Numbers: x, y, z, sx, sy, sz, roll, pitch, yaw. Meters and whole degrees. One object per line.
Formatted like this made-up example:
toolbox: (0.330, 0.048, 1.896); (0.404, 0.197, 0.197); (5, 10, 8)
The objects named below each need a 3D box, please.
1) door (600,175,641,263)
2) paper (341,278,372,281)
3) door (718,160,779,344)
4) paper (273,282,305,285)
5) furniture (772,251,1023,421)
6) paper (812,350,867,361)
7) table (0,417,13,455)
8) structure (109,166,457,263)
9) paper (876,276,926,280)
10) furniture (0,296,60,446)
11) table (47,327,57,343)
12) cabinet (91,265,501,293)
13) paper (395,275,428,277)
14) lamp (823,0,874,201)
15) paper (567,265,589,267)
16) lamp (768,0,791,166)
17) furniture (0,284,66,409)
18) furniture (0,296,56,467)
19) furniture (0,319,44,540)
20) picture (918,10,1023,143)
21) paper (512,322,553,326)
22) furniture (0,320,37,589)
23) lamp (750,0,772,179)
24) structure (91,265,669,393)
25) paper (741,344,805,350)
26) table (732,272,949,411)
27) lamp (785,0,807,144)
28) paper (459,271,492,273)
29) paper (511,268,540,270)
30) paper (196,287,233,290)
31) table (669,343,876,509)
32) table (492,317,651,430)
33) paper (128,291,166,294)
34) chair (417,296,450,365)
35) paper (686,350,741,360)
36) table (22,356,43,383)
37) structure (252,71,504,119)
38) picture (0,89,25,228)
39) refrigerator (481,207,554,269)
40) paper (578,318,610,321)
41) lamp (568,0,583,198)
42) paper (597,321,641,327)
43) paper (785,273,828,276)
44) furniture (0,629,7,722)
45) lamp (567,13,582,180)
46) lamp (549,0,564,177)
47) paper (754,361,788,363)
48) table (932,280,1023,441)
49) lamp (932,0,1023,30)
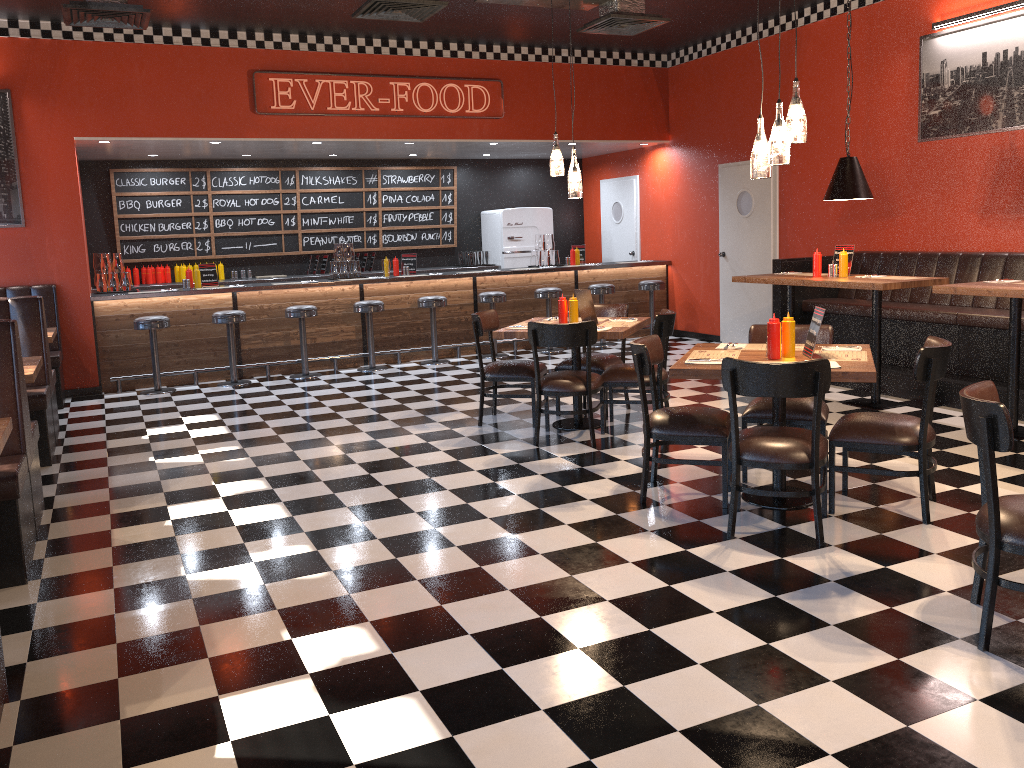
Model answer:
door: (1.568, -1.908, 12.945); (0.162, 2.167, 1.031); (-6, 9, -24)
paper: (-1.808, -1.210, 10.238); (0.366, 0.001, 0.262); (-7, 11, -23)
door: (2.754, -1.515, 10.413); (0.162, 2.167, 1.031); (-6, 9, -24)
paper: (-2.497, -1.130, 9.937); (0.366, 0.001, 0.262); (-7, 11, -23)
furniture: (4.853, -0.110, 4.828); (1.106, 1.142, 8.798); (-6, 11, -24)
paper: (1.711, -0.148, 4.621); (0.261, 0.001, 0.367); (1, 11, 21)
table: (-2.726, 0.684, 3.122); (1.695, 0.769, 0.961); (-7, 10, -24)
structure: (-2.865, -2.315, 11.892); (4.550, 1.140, 0.201); (-7, 9, -24)
paper: (3.023, -0.828, 6.919); (0.261, 0.001, 0.367); (-6, 11, -22)
furniture: (-4.404, -0.053, 6.645); (1.712, 1.148, 0.709); (-6, 9, -24)
table: (-4.742, 0.017, 7.425); (1.695, 0.769, 0.961); (-7, 10, -24)
cabinet: (-2.675, -0.953, 11.870); (5.294, 0.993, 0.678); (-7, 9, -24)
paper: (-1.181, -1.284, 10.518); (0.366, 0.001, 0.262); (-7, 11, -23)
lamp: (2.648, -2.482, 6.958); (0.382, 2.032, 0.384); (0, 8, 17)
paper: (0.858, -1.533, 11.477); (0.366, 0.001, 0.262); (-7, 11, -24)
lamp: (1.316, -2.079, 4.365); (0.108, 1.954, 0.109); (0, 8, 17)
furniture: (-5.119, -0.289, 8.170); (1.712, 1.148, 0.709); (-6, 9, -24)
furniture: (-4.106, 0.046, 6.009); (1.712, 1.148, 0.709); (-6, 9, -24)
furniture: (-3.396, 0.281, 4.492); (1.712, 1.148, 0.709); (-6, 9, -24)
picture: (4.092, -2.559, 7.288); (0.023, 0.934, 1.778); (-6, 10, -24)
paper: (0.153, -0.455, 6.749); (0.261, 0.001, 0.367); (1, 11, 20)
furniture: (-3.098, 0.379, 3.856); (1.712, 1.148, 0.709); (-6, 9, -24)
lamp: (1.254, -2.036, 4.477); (0.108, 1.954, 0.109); (-4, 8, -13)
structure: (-1.049, -0.706, 10.475); (7.052, 1.034, 0.216); (-7, 9, -24)
paper: (1.497, -0.210, 5.030); (0.365, 0.001, 0.263); (1, 10, 19)
table: (2.667, -0.393, 7.403); (0.697, 0.994, 1.700); (-6, 10, -24)
lamp: (1.419, -2.206, 4.422); (0.108, 1.954, 0.109); (3, 9, 37)
paper: (-0.471, -1.368, 10.838); (0.366, 0.001, 0.262); (-8, 11, -28)
paper: (0.178, -1.453, 11.173); (0.366, 0.001, 0.262); (-7, 11, -23)
paper: (-3.219, -1.039, 9.582); (0.366, 0.001, 0.262); (-7, 11, -23)
table: (1.414, 0.231, 4.759); (0.960, 0.769, 0.962); (1, 9, 20)
table: (0.488, -0.069, 6.701); (0.956, 0.769, 0.966); (1, 9, 20)
paper: (-3.825, -0.963, 9.289); (0.366, 0.001, 0.262); (-7, 11, -23)
chair: (-0.905, -0.629, 10.245); (0.348, 0.770, 0.350); (1, 8, 20)
paper: (1.102, -0.158, 4.823); (0.261, 0.001, 0.368); (1, 10, 18)
table: (-3.740, 0.349, 5.286); (1.695, 0.769, 0.961); (-7, 10, -24)
structure: (-1.420, -3.218, 9.925); (2.880, 0.436, 0.122); (-7, 9, -24)
picture: (-5.220, -2.110, 8.316); (1.025, 1.294, 0.016); (-6, 8, -25)
refrigerator: (0.112, -1.668, 12.994); (0.804, 1.793, 0.853); (-6, 9, -24)
paper: (0.569, -0.506, 6.948); (0.365, 0.001, 0.262); (2, 11, 23)
lamp: (0.427, -2.335, 6.387); (0.108, 1.954, 0.109); (1, 8, 22)
paper: (0.783, -0.441, 6.523); (0.261, 0.001, 0.367); (1, 10, 20)
paper: (2.624, -0.963, 7.787); (0.261, 0.001, 0.367); (-6, 11, -22)
furniture: (-2.387, 0.614, 2.340); (1.712, 1.148, 0.709); (-6, 9, -24)
lamp: (0.432, -2.415, 6.501); (0.109, 1.954, 0.109); (-8, 9, -37)
lamp: (0.297, -2.520, 6.490); (0.109, 1.954, 0.109); (-7, 9, -33)
paper: (1.290, -0.092, 4.399); (0.365, 0.001, 0.263); (1, 10, 19)
table: (3.562, -0.097, 5.492); (0.697, 0.994, 1.700); (-6, 10, -24)
lamp: (4.051, -3.061, 7.194); (0.081, 0.056, 1.451); (-6, 11, -24)
